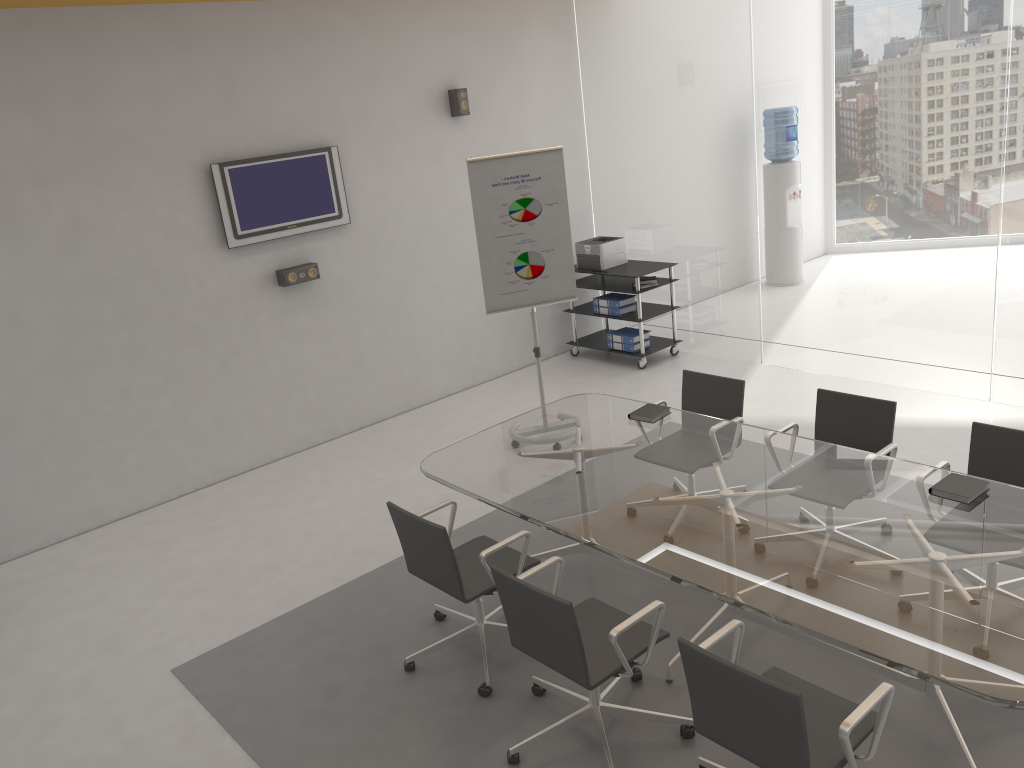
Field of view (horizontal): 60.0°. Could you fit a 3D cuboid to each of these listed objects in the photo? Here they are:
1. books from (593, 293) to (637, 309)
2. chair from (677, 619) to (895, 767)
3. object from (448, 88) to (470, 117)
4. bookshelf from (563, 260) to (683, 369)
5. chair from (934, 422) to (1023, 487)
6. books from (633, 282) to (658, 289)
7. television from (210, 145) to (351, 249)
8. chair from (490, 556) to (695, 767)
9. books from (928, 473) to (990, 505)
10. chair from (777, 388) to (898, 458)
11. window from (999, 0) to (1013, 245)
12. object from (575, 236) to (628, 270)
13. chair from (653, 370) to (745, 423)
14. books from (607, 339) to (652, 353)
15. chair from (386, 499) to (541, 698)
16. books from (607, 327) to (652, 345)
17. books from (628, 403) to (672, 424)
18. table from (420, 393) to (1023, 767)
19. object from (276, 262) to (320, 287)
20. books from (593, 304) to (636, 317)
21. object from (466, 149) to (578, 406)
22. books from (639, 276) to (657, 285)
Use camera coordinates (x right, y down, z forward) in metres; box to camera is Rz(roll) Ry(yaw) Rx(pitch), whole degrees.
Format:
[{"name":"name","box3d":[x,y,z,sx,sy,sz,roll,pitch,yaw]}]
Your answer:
[{"name":"books","box3d":[0.949,-0.765,8.129,0.263,0.077,0.320,-21,23,-37]},{"name":"chair","box3d":[0.911,1.112,2.895,0.731,0.805,0.710,5,21,32]},{"name":"object","box3d":[-0.435,-2.337,7.362,0.117,0.216,0.123,-21,23,-37]},{"name":"bookshelf","box3d":[1.013,-0.672,8.258,0.567,0.855,0.985,-21,23,-37]},{"name":"chair","box3d":[2.070,0.669,3.812,0.731,0.805,0.710,4,21,32]},{"name":"books","box3d":[1.186,-0.888,7.885,0.170,0.028,0.146,-14,19,-19]},{"name":"television","box3d":[-1.676,-1.382,6.508,1.013,0.590,0.049,-21,23,-37]},{"name":"chair","box3d":[0.317,1.002,3.460,0.731,0.805,0.710,5,21,32]},{"name":"books","box3d":[1.805,0.420,3.577,0.183,0.032,0.164,-20,22,-35]},{"name":"chair","box3d":[1.588,0.520,4.452,0.731,0.805,0.710,4,21,32]},{"name":"window","box3d":[7.862,-3.864,9.505,8.533,4.498,0.100,0,19,20]},{"name":"object","box3d":[0.829,-1.221,8.241,0.350,0.235,0.351,-21,23,-37]},{"name":"chair","box3d":[0.989,0.413,5.013,0.731,0.805,0.710,4,21,32]},{"name":"books","box3d":[1.081,-0.371,8.132,0.263,0.077,0.320,-21,23,-37]},{"name":"chair","box3d":[-0.159,0.852,4.104,0.731,0.805,0.710,5,21,32]},{"name":"books","box3d":[1.073,-0.441,8.110,0.263,0.077,0.320,-21,23,-37]},{"name":"books","box3d":[0.745,0.157,4.791,0.164,0.032,0.183,10,24,42]},{"name":"table","box3d":[0.972,0.800,3.954,1.372,0.721,3.054,-21,23,-37]},{"name":"object","box3d":[-1.600,-0.821,6.657,0.298,0.117,0.123,-21,23,-37]},{"name":"books","box3d":[0.956,-0.696,8.150,0.263,0.077,0.320,-21,23,-37]},{"name":"object","box3d":[0.140,-0.560,6.241,0.560,2.088,0.553,6,22,34]},{"name":"books","box3d":[1.192,-0.921,7.880,0.183,0.032,0.164,-6,18,4]}]
